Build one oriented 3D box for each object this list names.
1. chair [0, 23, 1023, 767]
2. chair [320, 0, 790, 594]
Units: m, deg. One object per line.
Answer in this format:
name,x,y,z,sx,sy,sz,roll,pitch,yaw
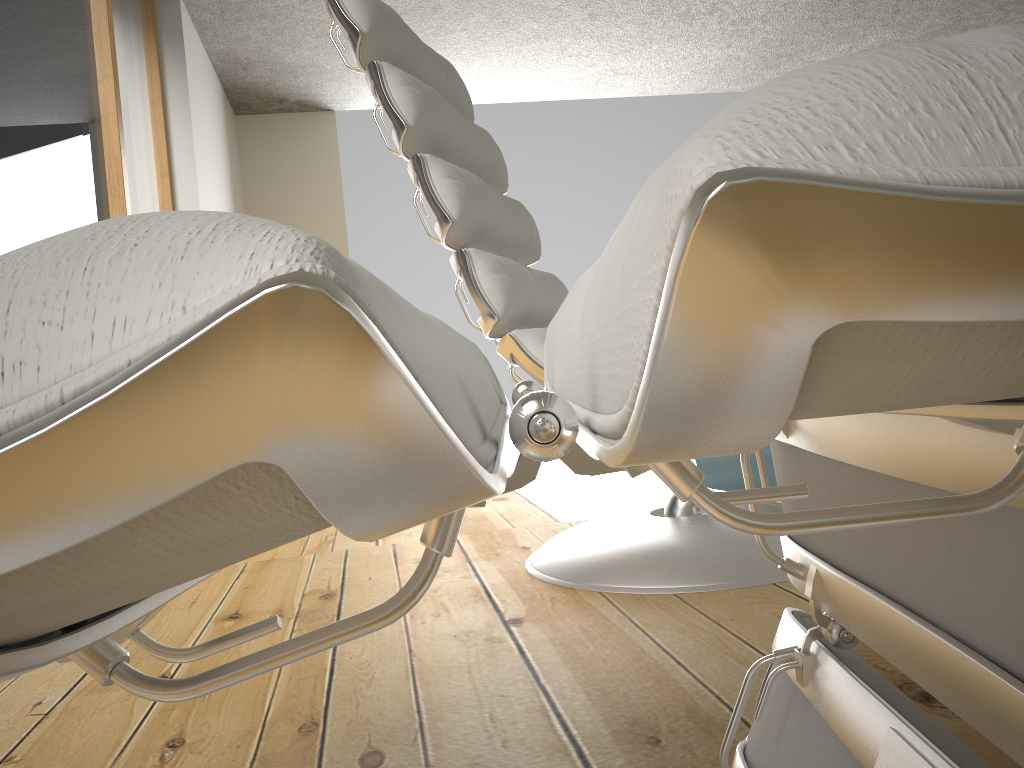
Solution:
chair,-0.214,-0.138,0.402,0.914,0.969,0.569,-6,0,0
chair,0.226,-0.199,1.513,0.913,0.969,0.570,-6,0,15
